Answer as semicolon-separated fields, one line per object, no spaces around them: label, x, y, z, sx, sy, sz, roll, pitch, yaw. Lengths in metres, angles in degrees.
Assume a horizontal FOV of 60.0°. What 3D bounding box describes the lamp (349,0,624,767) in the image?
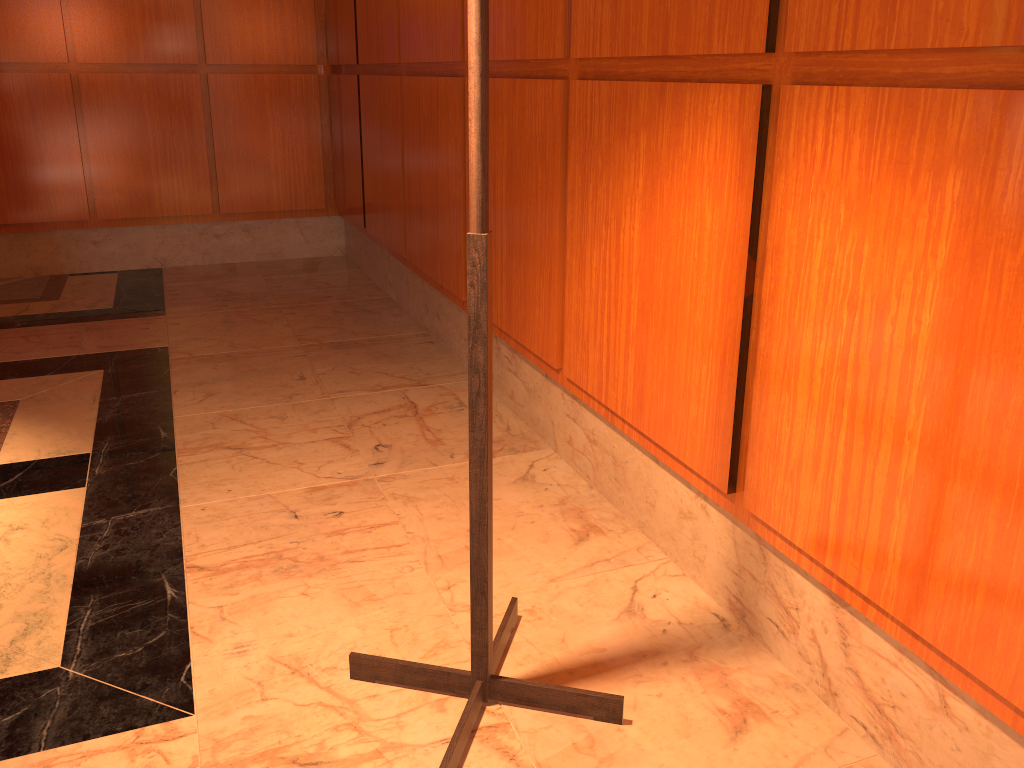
lamp;-0.120;-0.209;1.281;0.528;1.642;0.363;-10;20;-30
